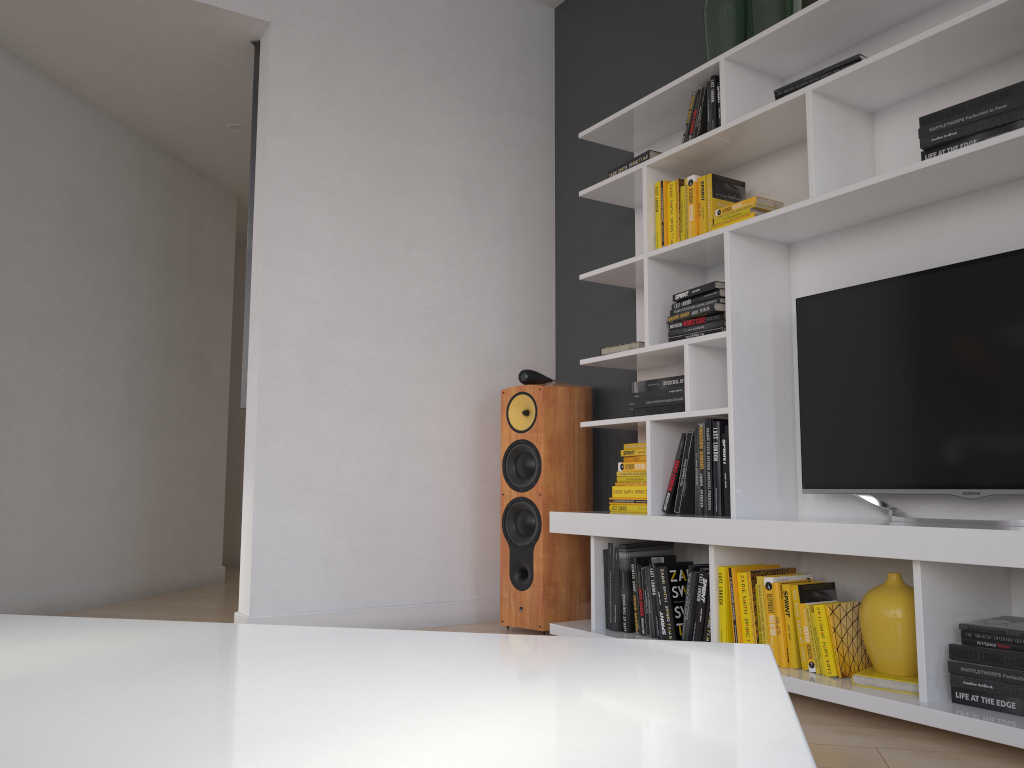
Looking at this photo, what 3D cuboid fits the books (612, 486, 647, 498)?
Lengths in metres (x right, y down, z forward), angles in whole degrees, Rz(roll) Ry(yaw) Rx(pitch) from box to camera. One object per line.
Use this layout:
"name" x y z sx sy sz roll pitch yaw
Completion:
"books" 0.541 0.413 3.390 0.198 0.044 0.255 4 -8 -32

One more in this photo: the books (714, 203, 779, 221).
"books" 0.808 -0.579 3.040 0.134 0.014 0.187 4 -8 -32

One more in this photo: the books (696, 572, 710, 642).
"books" 0.686 0.734 2.912 0.179 0.243 0.071 5 -8 -33

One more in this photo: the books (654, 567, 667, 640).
"books" 0.578 0.753 3.065 0.177 0.242 0.066 5 -8 -33

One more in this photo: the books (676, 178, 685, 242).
"books" 0.685 -0.613 3.270 0.199 0.263 0.015 4 -8 -32

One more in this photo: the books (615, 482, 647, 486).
"books" 0.552 0.385 3.404 0.198 0.015 0.263 4 -8 -29

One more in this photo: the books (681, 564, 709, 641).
"books" 0.660 0.735 2.982 0.197 0.260 0.066 4 -8 -32

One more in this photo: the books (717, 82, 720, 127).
"books" 0.784 -0.952 3.127 0.147 0.200 0.021 4 -8 -32

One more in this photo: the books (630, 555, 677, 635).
"books" 0.517 0.755 3.189 0.202 0.268 0.053 5 -8 -33

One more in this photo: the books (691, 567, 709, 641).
"books" 0.683 0.733 2.941 0.192 0.254 0.075 5 -8 -33

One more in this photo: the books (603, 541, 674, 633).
"books" 0.473 0.742 3.269 0.259 0.321 0.128 4 -8 -32

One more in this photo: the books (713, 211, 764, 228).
"books" 0.811 -0.549 3.039 0.148 0.011 0.196 4 -8 -32

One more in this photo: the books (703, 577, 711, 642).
"books" 0.716 0.729 2.886 0.191 0.249 0.084 4 -8 -32

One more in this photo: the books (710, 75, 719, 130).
"books" 0.775 -0.964 3.151 0.176 0.232 0.025 4 -8 -32

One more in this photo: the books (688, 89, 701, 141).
"books" 0.726 -0.944 3.239 0.171 0.214 0.087 4 -8 -32

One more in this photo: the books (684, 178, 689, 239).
"books" 0.704 -0.613 3.235 0.180 0.251 0.019 4 -8 -32

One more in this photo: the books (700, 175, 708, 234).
"books" 0.744 -0.613 3.165 0.172 0.234 0.024 4 -8 -32

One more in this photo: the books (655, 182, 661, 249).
"books" 0.622 -0.610 3.340 0.204 0.270 0.029 4 -8 -32

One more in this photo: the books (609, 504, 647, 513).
"books" 0.531 0.473 3.374 0.204 0.029 0.270 4 -8 -27

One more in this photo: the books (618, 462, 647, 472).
"books" 0.556 0.317 3.397 0.185 0.035 0.250 4 -8 -29

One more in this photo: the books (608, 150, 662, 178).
"books" 0.539 -0.834 3.481 0.208 0.046 0.268 4 -8 -29

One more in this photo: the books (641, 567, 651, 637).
"books" 0.538 0.765 3.135 0.170 0.236 0.049 4 -8 -32

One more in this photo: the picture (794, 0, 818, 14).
"picture" 1.334 -1.515 2.600 0.076 0.707 1.279 4 -8 -32

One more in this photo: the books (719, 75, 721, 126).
"books" 0.801 -0.963 3.104 0.169 0.218 0.038 4 -8 -32

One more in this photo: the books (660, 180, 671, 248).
"books" 0.644 -0.612 3.322 0.213 0.270 0.025 4 -8 -32

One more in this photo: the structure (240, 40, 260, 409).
"structure" 0.697 -0.957 5.495 2.823 4.339 4.190 -1 -7 12

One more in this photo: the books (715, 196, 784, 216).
"books" 0.817 -0.598 3.052 0.138 0.026 0.186 4 -8 -32

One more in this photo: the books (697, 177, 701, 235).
"books" 0.734 -0.612 3.188 0.169 0.239 0.023 4 -8 -32

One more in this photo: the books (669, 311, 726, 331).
"books" 0.727 -0.211 3.153 0.209 0.030 0.266 5 -8 -34

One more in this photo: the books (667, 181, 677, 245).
"books" 0.667 -0.608 3.295 0.198 0.255 0.044 4 -8 -32

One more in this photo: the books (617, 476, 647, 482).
"books" 0.530 0.366 3.403 0.152 0.024 0.228 4 -8 -28

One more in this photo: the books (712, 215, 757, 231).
"books" 0.807 -0.527 3.035 0.147 0.033 0.190 4 -8 -32

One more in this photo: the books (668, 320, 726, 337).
"books" 0.715 -0.185 3.134 0.189 0.025 0.270 5 -8 -33

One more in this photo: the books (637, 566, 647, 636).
"books" 0.531 0.767 3.159 0.189 0.240 0.053 4 -8 -32

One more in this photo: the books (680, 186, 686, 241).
"books" 0.677 -0.599 3.242 0.156 0.229 0.024 5 -8 -33

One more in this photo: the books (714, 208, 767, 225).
"books" 0.792 -0.564 3.035 0.113 0.018 0.169 4 -8 -31

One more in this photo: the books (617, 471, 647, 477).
"books" 0.552 0.345 3.404 0.180 0.019 0.251 4 -8 -32

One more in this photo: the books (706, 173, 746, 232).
"books" 0.761 -0.615 3.145 0.172 0.234 0.024 4 -8 -32

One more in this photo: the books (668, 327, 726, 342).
"books" 0.713 -0.160 3.131 0.189 0.026 0.263 5 -8 -34

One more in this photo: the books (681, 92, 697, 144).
"books" 0.703 -0.943 3.263 0.166 0.213 0.096 5 -8 -34

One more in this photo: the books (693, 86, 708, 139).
"books" 0.731 -0.949 3.208 0.154 0.212 0.074 5 -8 -33

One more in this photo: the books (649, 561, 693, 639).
"books" 0.569 0.751 3.095 0.193 0.255 0.066 5 -8 -33

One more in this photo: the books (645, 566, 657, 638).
"books" 0.544 0.759 3.112 0.169 0.242 0.050 5 -8 -33

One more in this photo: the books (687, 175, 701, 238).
"books" 0.717 -0.615 3.212 0.185 0.250 0.035 4 -8 -32

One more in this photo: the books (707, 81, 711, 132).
"books" 0.757 -0.956 3.169 0.156 0.221 0.021 4 -8 -32

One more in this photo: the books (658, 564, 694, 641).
"books" 0.600 0.746 3.038 0.191 0.249 0.083 4 -8 -32
